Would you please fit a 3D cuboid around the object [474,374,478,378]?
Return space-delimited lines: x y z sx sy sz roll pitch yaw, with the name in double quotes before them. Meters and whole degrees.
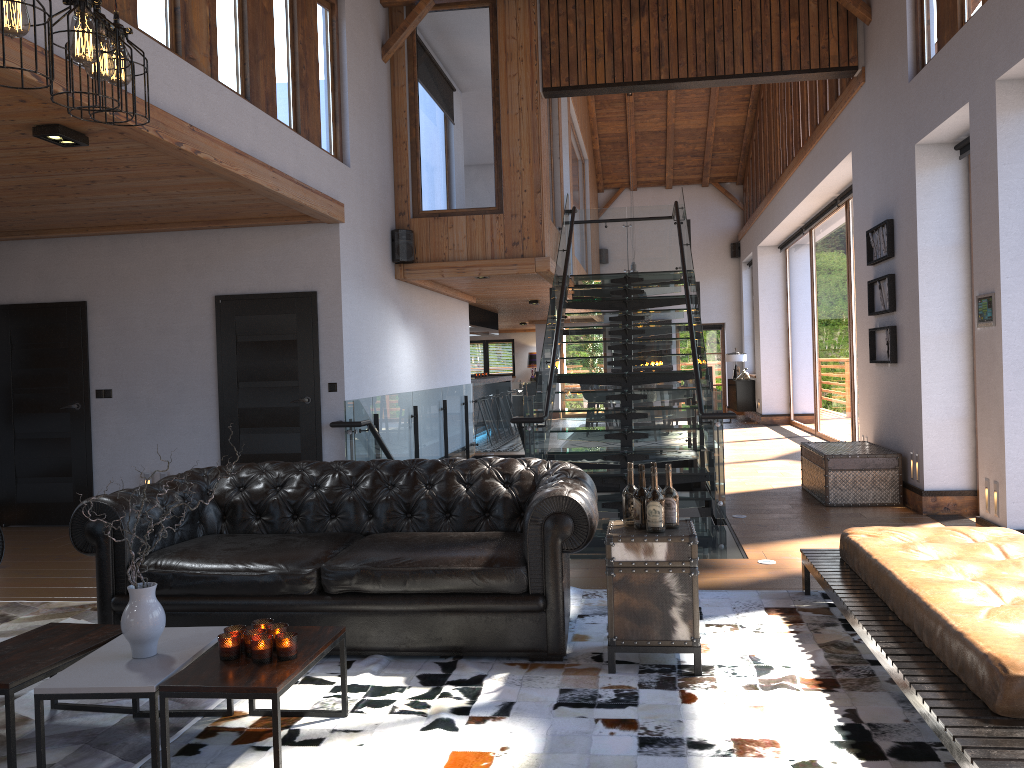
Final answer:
"object" -0.713 -0.167 17.699 0.080 0.081 0.078 -2 1 -37

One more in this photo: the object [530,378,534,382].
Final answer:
"object" 0.498 -0.091 21.758 0.108 0.135 0.097 -2 1 -2

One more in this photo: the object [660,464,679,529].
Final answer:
"object" 0.706 0.502 3.992 0.087 0.286 0.088 -2 1 20

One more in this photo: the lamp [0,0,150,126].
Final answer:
"lamp" -1.260 -1.881 2.551 0.262 2.201 0.802 -2 1 -1

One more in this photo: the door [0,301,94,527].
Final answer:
"door" -4.303 0.285 8.143 0.938 2.055 0.144 -2 1 7

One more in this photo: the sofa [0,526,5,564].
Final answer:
"sofa" -3.031 0.972 2.823 1.236 0.838 2.574 -2 1 8

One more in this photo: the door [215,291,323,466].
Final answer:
"door" -2.146 0.225 7.869 0.938 2.055 0.144 -2 1 7

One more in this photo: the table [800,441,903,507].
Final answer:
"table" 3.211 0.837 8.475 0.682 0.469 1.259 -2 1 8

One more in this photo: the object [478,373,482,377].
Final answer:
"object" -0.658 -0.177 18.062 0.080 0.081 0.078 -2 1 -37

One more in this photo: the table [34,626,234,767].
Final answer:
"table" -1.327 1.148 3.195 0.400 0.350 0.651 -2 1 3

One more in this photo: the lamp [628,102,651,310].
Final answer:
"lamp" 2.174 -3.448 16.125 0.629 4.684 0.614 -2 1 -37

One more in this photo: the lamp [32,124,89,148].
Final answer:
"lamp" -2.421 -1.338 4.760 0.155 0.068 0.262 -2 1 8

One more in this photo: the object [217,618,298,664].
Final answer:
"object" -0.900 0.920 3.145 0.249 0.081 0.298 -3 2 -44

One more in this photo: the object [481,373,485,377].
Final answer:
"object" -0.603 -0.187 18.426 0.080 0.081 0.078 -2 1 -37

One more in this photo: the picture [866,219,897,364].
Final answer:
"picture" 3.513 -0.853 8.439 0.059 1.312 0.777 -2 1 9

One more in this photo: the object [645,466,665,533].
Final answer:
"object" 0.628 0.507 3.903 0.087 0.286 0.088 -2 1 18

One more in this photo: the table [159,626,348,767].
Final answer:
"table" -0.891 1.135 3.165 0.399 0.350 0.652 -2 1 8

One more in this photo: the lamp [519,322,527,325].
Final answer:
"lamp" 0.282 -1.516 22.252 0.155 0.068 0.262 -2 1 8

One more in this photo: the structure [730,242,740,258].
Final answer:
"structure" 5.238 -3.132 20.785 0.213 0.349 0.214 -2 1 8

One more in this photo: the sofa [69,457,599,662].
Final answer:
"sofa" -0.806 0.861 4.700 2.558 0.838 1.243 -2 1 7

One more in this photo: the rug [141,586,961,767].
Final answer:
"rug" 0.780 1.221 3.998 3.795 0.053 2.441 -2 1 8

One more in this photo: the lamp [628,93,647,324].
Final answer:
"lamp" 2.411 -3.491 17.705 0.629 4.684 0.614 -2 1 -37

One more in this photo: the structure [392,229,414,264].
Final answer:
"structure" -1.160 -1.460 9.413 0.213 0.349 0.214 -2 1 8

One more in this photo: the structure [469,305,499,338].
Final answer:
"structure" -0.868 -1.144 16.371 0.708 0.476 3.262 -2 1 9

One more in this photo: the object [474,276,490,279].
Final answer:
"object" -0.339 -1.214 9.831 0.155 0.068 0.262 -2 1 8

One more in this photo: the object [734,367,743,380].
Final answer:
"object" 4.992 -0.241 19.555 0.150 0.287 0.502 -2 1 8

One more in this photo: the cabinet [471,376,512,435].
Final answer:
"cabinet" -0.780 0.454 16.571 0.886 1.103 4.817 -2 1 9

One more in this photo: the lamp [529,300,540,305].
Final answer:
"lamp" 0.369 -1.343 14.536 0.155 0.068 0.262 -2 1 8

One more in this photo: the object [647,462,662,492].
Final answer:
"object" 0.652 0.502 4.065 0.089 0.286 0.086 -2 1 -42

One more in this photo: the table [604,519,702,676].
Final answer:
"table" 0.634 0.948 3.996 0.404 0.609 0.419 -2 1 8

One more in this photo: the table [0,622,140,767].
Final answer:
"table" -1.773 1.159 3.288 0.398 0.350 0.654 -2 1 13

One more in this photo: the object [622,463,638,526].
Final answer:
"object" 0.550 0.505 4.082 0.088 0.286 0.087 -2 1 -15

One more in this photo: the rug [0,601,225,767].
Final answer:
"rug" -2.477 1.337 3.297 2.423 0.053 4.059 -2 1 9

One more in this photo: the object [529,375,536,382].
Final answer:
"object" 0.522 -0.136 22.309 0.201 0.197 0.357 -1 1 20

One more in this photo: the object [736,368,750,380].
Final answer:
"object" 4.946 -0.213 19.000 0.182 0.262 0.496 -2 1 -23

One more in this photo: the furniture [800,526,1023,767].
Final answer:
"furniture" 2.025 0.999 3.635 1.171 0.436 2.769 -2 1 8

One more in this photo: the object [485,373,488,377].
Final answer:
"object" -0.549 -0.197 18.790 0.080 0.081 0.078 -2 1 -37

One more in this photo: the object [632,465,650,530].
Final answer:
"object" 0.586 0.506 3.991 0.088 0.286 0.087 -2 1 -14

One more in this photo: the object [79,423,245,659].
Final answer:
"object" -1.302 0.567 3.210 0.403 0.808 0.624 -2 1 19

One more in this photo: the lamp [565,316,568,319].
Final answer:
"lamp" 1.158 -1.487 19.783 0.155 0.068 0.262 -2 1 8

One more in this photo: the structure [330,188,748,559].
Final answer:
"structure" 3.468 0.615 11.072 9.181 6.397 11.064 -2 1 8

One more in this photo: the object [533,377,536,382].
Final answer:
"object" 0.561 -0.095 21.876 0.107 0.135 0.098 -1 1 39

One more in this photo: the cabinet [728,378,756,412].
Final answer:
"cabinet" 5.051 0.229 19.543 0.401 0.655 1.873 -2 1 9

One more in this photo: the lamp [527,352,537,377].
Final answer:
"lamp" 1.259 -0.116 26.558 1.638 1.698 0.520 -2 1 -14

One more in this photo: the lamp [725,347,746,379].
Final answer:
"lamp" 5.073 -0.474 20.071 0.467 0.725 0.473 -2 1 17

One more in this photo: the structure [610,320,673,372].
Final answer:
"structure" 3.067 -0.676 20.977 1.440 1.649 0.434 -2 1 7

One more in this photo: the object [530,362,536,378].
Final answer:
"object" 0.524 -0.283 22.044 0.151 0.504 0.325 -2 1 8
